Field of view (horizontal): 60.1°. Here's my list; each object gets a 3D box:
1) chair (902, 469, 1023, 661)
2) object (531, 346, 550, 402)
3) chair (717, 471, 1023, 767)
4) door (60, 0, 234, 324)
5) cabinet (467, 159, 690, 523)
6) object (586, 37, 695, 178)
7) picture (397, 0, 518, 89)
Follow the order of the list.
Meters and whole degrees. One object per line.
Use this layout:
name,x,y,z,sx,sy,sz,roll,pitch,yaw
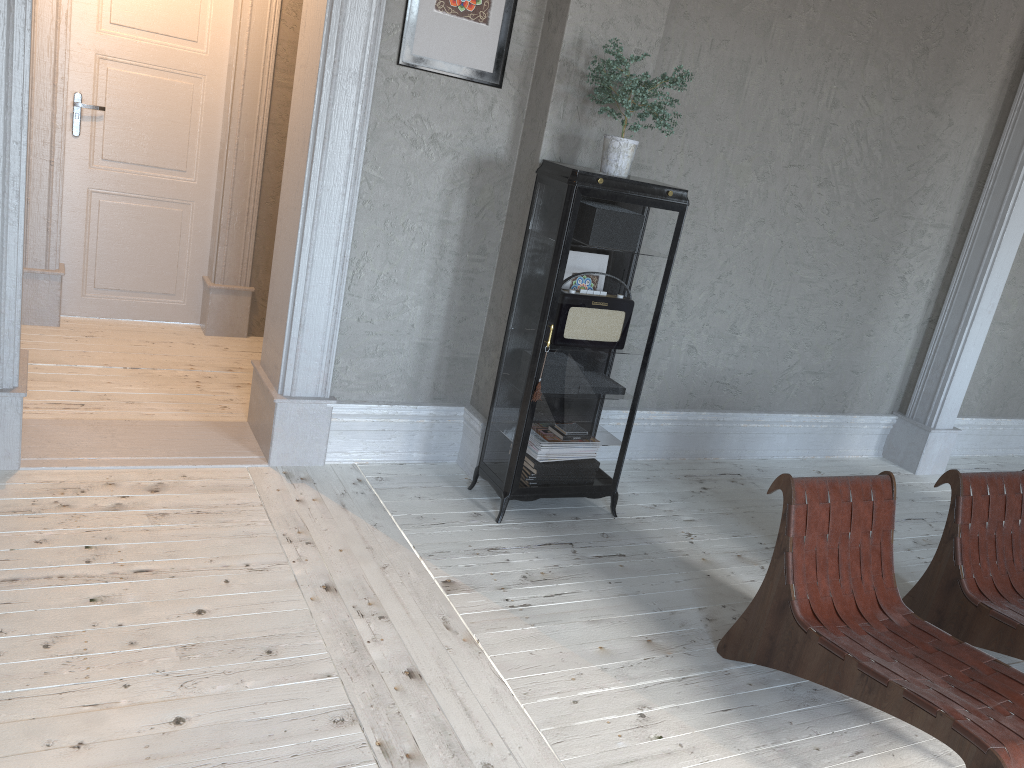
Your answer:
chair,1.976,0.816,3.144,0.517,0.719,1.000,2,19,-29
object,0.116,-0.040,3.509,0.040,0.233,0.045,16,17,15
chair,1.220,0.787,2.708,0.517,0.719,1.000,2,19,-29
door,-2.010,-1.400,4.883,0.819,2.186,0.078,2,19,-30
cabinet,0.280,-0.148,3.759,0.629,1.468,0.342,2,19,-30
object,0.475,-1.075,3.483,0.402,0.505,0.411,8,17,-14
picture,-0.182,-1.552,3.472,0.467,0.676,0.019,2,19,-30
